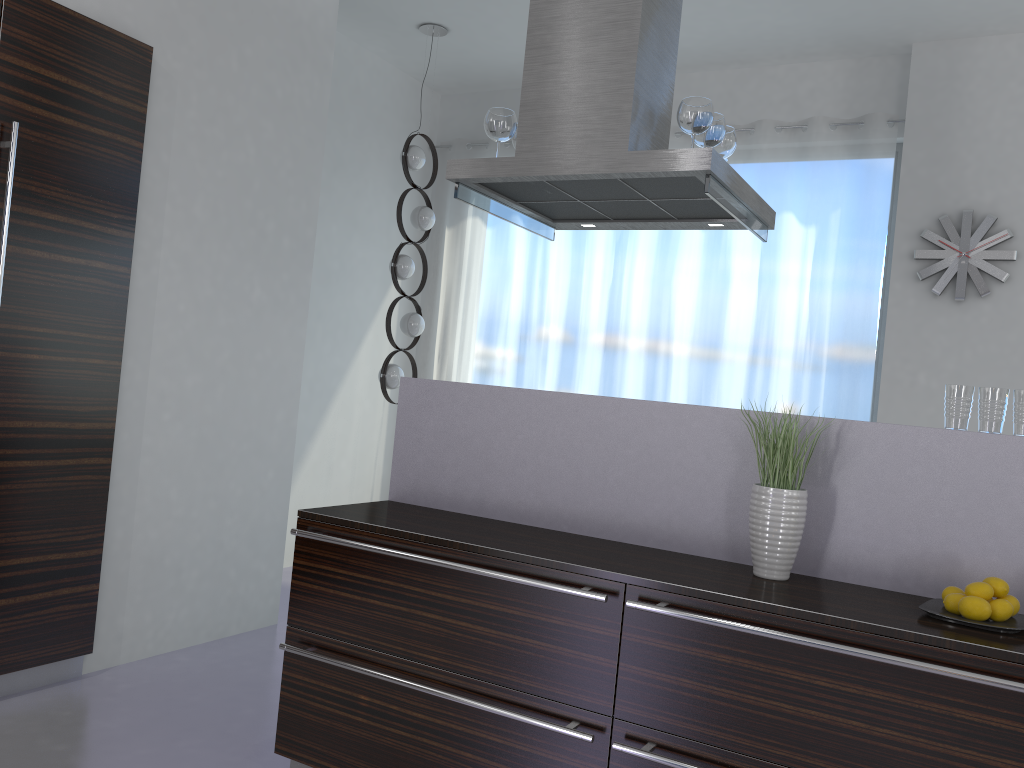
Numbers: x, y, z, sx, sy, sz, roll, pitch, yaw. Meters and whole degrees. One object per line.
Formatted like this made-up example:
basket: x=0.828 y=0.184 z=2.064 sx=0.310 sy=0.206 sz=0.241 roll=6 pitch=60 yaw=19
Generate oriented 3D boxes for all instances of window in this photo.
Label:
window: x=0.969 y=-0.327 z=6.077 sx=3.000 sy=2.500 sz=0.100 roll=5 pitch=0 yaw=29

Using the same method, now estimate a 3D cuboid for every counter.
counter: x=1.057 y=0.765 z=2.551 sx=3.291 sy=1.300 sz=1.302 roll=5 pitch=0 yaw=29

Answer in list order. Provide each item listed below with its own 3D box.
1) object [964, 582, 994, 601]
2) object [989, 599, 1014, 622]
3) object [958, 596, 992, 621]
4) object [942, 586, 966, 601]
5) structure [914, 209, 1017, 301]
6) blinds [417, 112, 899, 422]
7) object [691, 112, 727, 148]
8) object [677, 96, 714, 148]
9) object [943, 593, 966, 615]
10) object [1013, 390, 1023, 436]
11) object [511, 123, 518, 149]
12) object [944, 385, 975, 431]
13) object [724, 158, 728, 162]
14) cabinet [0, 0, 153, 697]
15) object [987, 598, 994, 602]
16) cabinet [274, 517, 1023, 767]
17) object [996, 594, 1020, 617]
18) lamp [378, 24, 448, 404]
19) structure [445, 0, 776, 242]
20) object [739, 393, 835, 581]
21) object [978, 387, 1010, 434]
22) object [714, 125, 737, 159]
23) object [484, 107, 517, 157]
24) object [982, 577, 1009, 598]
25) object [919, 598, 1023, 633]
object: x=1.102 y=0.490 z=2.092 sx=0.061 sy=0.047 sz=0.053 roll=5 pitch=0 yaw=32
object: x=1.135 y=0.528 z=2.068 sx=0.061 sy=0.054 sz=0.052 roll=6 pitch=0 yaw=6
object: x=1.072 y=0.521 z=2.054 sx=0.070 sy=0.058 sz=0.060 roll=5 pitch=0 yaw=28
object: x=1.082 y=0.523 z=2.165 sx=0.052 sy=0.054 sz=0.061 roll=6 pitch=0 yaw=-14
structure: x=2.491 y=-0.710 z=4.886 sx=0.505 sy=0.505 sz=0.076 roll=5 pitch=0 yaw=29
blinds: x=0.702 y=-0.166 z=5.958 sx=3.245 sy=3.112 sz=0.120 roll=5 pitch=0 yaw=29
object: x=0.687 y=-0.836 z=3.130 sx=0.125 sy=0.221 sz=0.125 roll=6 pitch=0 yaw=-37
object: x=0.613 y=-0.844 z=2.991 sx=0.125 sy=0.221 sz=0.125 roll=6 pitch=0 yaw=-37
object: x=1.062 y=0.524 z=2.112 sx=0.063 sy=0.051 sz=0.053 roll=5 pitch=0 yaw=33
object: x=1.335 y=0.077 z=2.296 sx=0.071 sy=0.119 sz=0.072 roll=6 pitch=0 yaw=-21
object: x=0.054 y=-0.895 z=3.451 sx=0.125 sy=0.221 sz=0.125 roll=6 pitch=0 yaw=-37
object: x=1.194 y=0.064 z=2.374 sx=0.072 sy=0.119 sz=0.071 roll=6 pitch=0 yaw=-11
object: x=0.774 y=-0.801 z=3.501 sx=0.137 sy=0.174 sz=0.137 roll=6 pitch=0 yaw=-6
cabinet: x=-2.642 y=-0.203 z=2.049 sx=0.669 sy=2.500 sz=3.600 roll=5 pitch=0 yaw=29
object: x=1.125 y=0.528 z=2.125 sx=0.057 sy=0.060 sz=0.071 roll=5 pitch=0 yaw=30
cabinet: x=1.029 y=0.987 z=2.541 sx=3.285 sy=0.852 sz=1.377 roll=5 pitch=0 yaw=29
object: x=1.176 y=0.528 z=2.109 sx=0.063 sy=0.053 sz=0.051 roll=6 pitch=0 yaw=-21
lamp: x=-0.609 y=-1.052 z=5.570 sx=0.180 sy=2.370 sz=0.367 roll=5 pitch=0 yaw=22
structure: x=0.459 y=-1.233 z=3.388 sx=0.981 sy=1.231 sz=0.915 roll=5 pitch=0 yaw=29
object: x=0.712 y=0.273 z=2.396 sx=0.269 sy=0.502 sz=0.247 roll=5 pitch=0 yaw=29
object: x=1.264 y=0.071 z=2.335 sx=0.071 sy=0.119 sz=0.072 roll=6 pitch=0 yaw=-21
object: x=0.757 y=-0.828 z=3.259 sx=0.125 sy=0.221 sz=0.125 roll=6 pitch=0 yaw=-37
object: x=-0.049 y=-0.906 z=3.308 sx=0.125 sy=0.221 sz=0.125 roll=6 pitch=0 yaw=-37
object: x=1.152 y=0.484 z=2.113 sx=0.053 sy=0.048 sz=0.063 roll=6 pitch=0 yaw=-5
object: x=1.097 y=0.551 z=2.098 sx=0.232 sy=0.020 sz=0.232 roll=5 pitch=0 yaw=37
